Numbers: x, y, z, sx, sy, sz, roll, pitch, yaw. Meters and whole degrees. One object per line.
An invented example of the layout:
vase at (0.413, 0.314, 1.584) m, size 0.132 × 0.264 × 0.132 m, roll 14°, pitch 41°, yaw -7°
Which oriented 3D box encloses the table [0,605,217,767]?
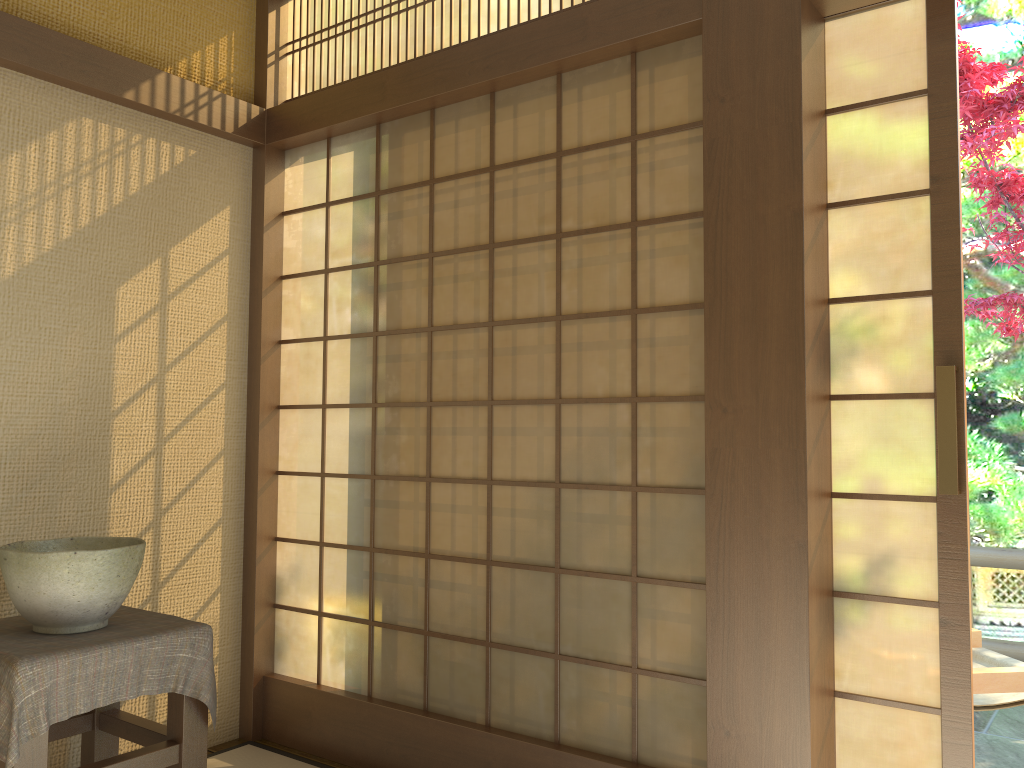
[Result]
table at (-1.202, 0.952, 2.383) m, size 0.633 × 0.595 × 0.629 m, roll -2°, pitch -4°, yaw 36°

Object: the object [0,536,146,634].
object at (-1.188, 0.545, 2.400) m, size 0.358 × 0.230 × 0.357 m, roll 0°, pitch -3°, yaw 6°

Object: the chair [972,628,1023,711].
chair at (1.367, 1.099, 2.883) m, size 0.704 × 0.598 × 0.698 m, roll 1°, pitch -3°, yaw -8°

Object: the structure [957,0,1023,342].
structure at (3.402, -0.342, 4.665) m, size 3.045 × 4.004 × 3.412 m, roll 2°, pitch -4°, yaw -21°

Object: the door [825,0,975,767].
door at (0.297, 0.178, 2.637) m, size 1.894 × 2.380 × 0.073 m, roll -2°, pitch -4°, yaw 36°

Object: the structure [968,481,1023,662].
structure at (3.548, 0.981, 3.449) m, size 7.456 × 1.136 × 0.245 m, roll -2°, pitch -4°, yaw 36°
